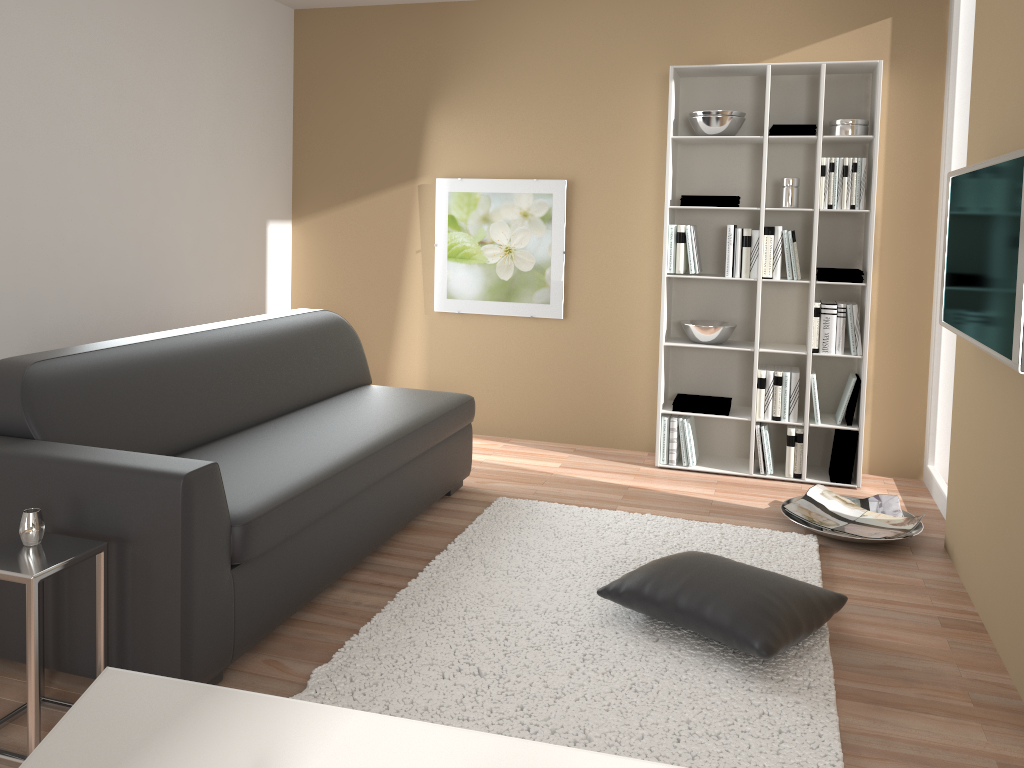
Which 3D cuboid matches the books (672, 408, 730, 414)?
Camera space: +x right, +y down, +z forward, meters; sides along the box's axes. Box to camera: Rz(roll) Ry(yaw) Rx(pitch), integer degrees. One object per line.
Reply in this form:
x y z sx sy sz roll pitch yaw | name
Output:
1.038 0.127 4.804 0.298 0.006 0.213 5 11 16 | books

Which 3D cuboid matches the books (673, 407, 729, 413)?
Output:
1.036 0.121 4.804 0.298 0.006 0.213 4 11 15 | books

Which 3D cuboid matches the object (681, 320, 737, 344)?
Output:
1.069 -0.278 4.793 0.299 0.105 0.303 -2 10 -18 | object

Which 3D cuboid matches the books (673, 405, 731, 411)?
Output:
1.039 0.111 4.803 0.298 0.006 0.213 5 11 16 | books

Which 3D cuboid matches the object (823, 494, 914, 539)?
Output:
1.543 0.590 3.871 0.343 0.095 0.505 4 11 16 | object

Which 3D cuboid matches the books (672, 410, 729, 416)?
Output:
1.036 0.138 4.804 0.298 0.007 0.213 5 11 17 | books

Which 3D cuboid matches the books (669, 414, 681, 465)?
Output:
0.896 0.292 4.830 0.040 0.256 0.210 3 6 17 | books

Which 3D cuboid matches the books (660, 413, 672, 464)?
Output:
0.853 0.287 4.849 0.040 0.256 0.210 3 6 17 | books

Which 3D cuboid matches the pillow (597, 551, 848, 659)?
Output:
0.681 0.691 2.857 0.614 0.207 0.585 10 13 41 | pillow

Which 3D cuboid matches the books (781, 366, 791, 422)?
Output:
1.447 0.050 4.654 0.040 0.256 0.210 3 6 17 | books

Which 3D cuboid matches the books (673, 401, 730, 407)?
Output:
1.041 0.090 4.799 0.298 0.007 0.213 5 11 17 | books

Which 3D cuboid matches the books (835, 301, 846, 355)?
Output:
1.701 -0.295 4.568 0.040 0.256 0.209 3 6 17 | books

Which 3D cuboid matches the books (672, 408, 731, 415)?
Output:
1.037 0.133 4.805 0.298 0.006 0.213 5 11 16 | books

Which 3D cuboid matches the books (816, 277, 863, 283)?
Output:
1.703 -0.541 4.589 0.210 0.007 0.301 5 11 16 | books

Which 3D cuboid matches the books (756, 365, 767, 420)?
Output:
1.327 0.041 4.685 0.040 0.256 0.210 3 6 17 | books

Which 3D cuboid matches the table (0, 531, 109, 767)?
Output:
-1.184 0.647 2.188 0.227 0.465 0.240 3 5 17 | table

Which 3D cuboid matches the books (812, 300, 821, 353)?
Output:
1.581 -0.303 4.594 0.040 0.256 0.210 3 6 17 | books

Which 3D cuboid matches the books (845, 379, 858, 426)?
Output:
1.767 0.081 4.584 0.043 0.236 0.213 3 7 17 | books

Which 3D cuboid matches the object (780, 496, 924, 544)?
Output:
1.482 0.607 3.861 0.584 0.063 0.594 0 11 -8 | object

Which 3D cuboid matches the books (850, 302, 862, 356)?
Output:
1.774 -0.288 4.540 0.060 0.257 0.210 3 6 17 | books

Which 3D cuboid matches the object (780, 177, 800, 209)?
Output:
1.446 -0.993 4.582 0.094 0.160 0.094 5 6 31 | object

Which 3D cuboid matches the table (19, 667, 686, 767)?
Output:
-0.284 0.836 0.678 0.811 0.681 0.937 3 8 14 | table

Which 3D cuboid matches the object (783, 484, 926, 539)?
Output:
1.492 0.577 3.871 0.344 0.095 0.503 -8 14 -42 | object

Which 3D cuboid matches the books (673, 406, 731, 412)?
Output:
1.039 0.116 4.803 0.298 0.006 0.213 5 11 16 | books

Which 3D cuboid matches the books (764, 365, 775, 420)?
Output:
1.369 0.044 4.679 0.040 0.256 0.209 3 6 17 | books

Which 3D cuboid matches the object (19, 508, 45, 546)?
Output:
-1.211 0.362 2.221 0.057 0.085 0.058 0 6 -13 | object

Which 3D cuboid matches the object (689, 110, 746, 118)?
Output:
1.099 -1.397 4.723 0.299 0.105 0.303 -2 10 -18 | object

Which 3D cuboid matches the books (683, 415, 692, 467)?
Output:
0.968 0.299 4.806 0.058 0.255 0.210 3 6 17 | books

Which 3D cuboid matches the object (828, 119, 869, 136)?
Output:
1.727 -1.306 4.516 0.192 0.089 0.193 -4 11 -31 | object

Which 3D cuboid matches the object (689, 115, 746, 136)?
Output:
1.098 -1.370 4.725 0.299 0.105 0.303 -2 10 -18 | object

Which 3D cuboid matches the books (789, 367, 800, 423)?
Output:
1.488 0.054 4.641 0.040 0.256 0.210 3 6 17 | books

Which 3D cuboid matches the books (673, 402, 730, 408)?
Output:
1.040 0.094 4.805 0.298 0.008 0.213 5 11 16 | books

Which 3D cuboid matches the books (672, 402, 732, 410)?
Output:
1.037 0.105 4.801 0.298 0.006 0.213 5 11 18 | books

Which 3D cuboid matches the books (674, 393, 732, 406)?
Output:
1.043 0.084 4.800 0.298 0.006 0.213 5 11 16 | books

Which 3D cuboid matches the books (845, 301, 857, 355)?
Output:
1.750 -0.290 4.548 0.060 0.257 0.210 3 6 17 | books

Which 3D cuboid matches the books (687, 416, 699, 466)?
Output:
0.990 0.295 4.816 0.058 0.255 0.210 3 6 17 | books

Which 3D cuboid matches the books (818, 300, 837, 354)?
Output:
1.639 -0.298 4.572 0.076 0.256 0.210 3 6 17 | books

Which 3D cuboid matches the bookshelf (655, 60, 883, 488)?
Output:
1.347 -0.601 4.699 1.041 2.123 0.335 3 4 17 | bookshelf

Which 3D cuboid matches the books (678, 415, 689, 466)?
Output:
0.945 0.294 4.817 0.060 0.257 0.210 3 6 17 | books

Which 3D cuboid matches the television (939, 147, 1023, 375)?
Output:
1.482 -0.408 2.755 0.054 0.572 1.188 3 9 17 | television

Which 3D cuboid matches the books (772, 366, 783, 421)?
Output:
1.408 0.047 4.664 0.040 0.256 0.210 3 6 17 | books

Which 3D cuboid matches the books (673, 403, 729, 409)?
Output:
1.040 0.099 4.805 0.298 0.008 0.213 5 11 16 | books
